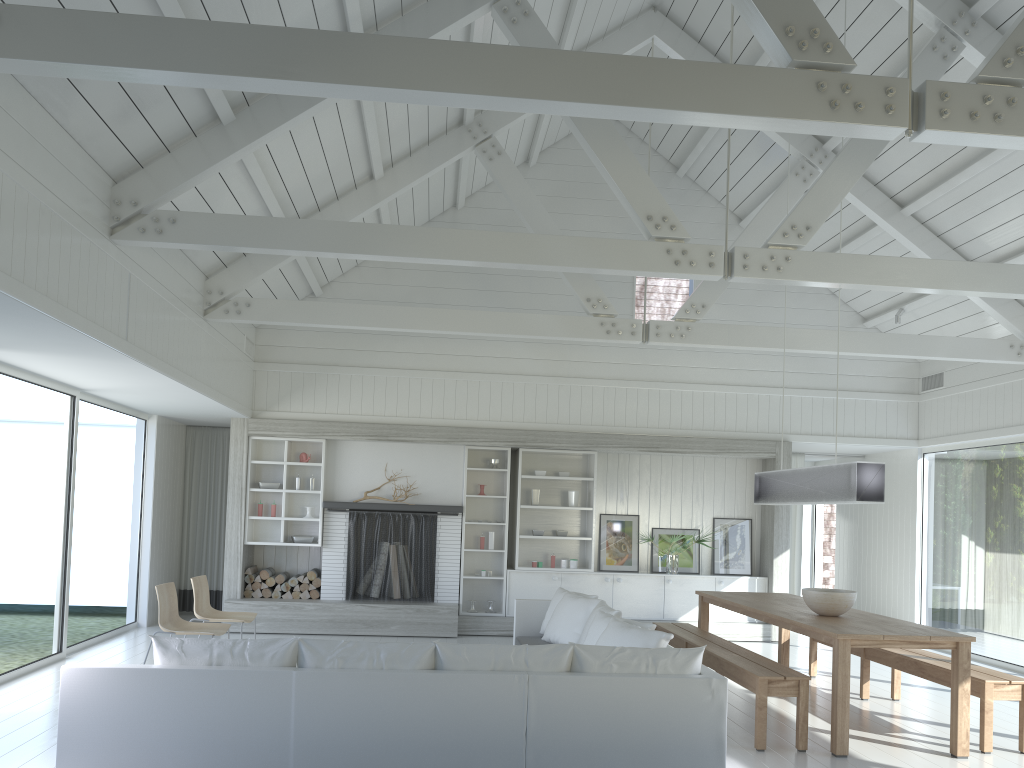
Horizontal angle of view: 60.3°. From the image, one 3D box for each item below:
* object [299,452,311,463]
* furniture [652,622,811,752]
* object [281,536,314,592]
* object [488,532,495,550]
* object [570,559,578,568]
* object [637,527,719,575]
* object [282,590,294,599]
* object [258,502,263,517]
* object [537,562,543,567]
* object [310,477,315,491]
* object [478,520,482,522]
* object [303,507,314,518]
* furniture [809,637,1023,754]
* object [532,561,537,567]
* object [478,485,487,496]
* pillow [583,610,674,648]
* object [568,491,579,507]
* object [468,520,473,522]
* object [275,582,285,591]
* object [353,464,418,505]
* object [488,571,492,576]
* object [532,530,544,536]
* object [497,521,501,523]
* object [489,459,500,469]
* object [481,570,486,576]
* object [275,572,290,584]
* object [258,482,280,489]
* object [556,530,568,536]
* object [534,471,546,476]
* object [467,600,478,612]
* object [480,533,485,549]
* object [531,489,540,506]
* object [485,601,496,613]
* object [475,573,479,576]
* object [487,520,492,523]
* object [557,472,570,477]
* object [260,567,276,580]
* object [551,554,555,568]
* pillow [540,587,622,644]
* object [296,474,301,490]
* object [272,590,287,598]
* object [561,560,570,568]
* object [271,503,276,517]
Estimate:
[{"bbox_3d":[-2.424,0.862,10.301,0.231,0.126,0.059,-4,-6,39],"label":"object"},{"bbox_3d":[1.588,2.267,6.866,0.340,0.468,2.700,2,-8,-5],"label":"furniture"},{"bbox_3d":[-2.562,2.118,10.417,0.342,0.640,0.615,3,-5,-20],"label":"object"},{"bbox_3d":[-0.249,1.878,10.576,0.072,0.210,0.071,2,-3,-6],"label":"object"},{"bbox_3d":[0.745,2.166,10.629,0.085,0.111,0.086,-1,-5,30],"label":"object"},{"bbox_3d":[2.008,1.978,10.591,0.972,0.626,0.626,3,-5,-8],"label":"object"},{"bbox_3d":[-2.622,2.496,10.452,0.134,0.146,0.552,2,-8,-5],"label":"object"},{"bbox_3d":[-2.924,1.441,10.246,0.054,0.195,0.054,2,-3,-4],"label":"object"},{"bbox_3d":[0.335,2.177,10.632,0.058,0.060,0.057,5,-6,-27],"label":"object"},{"bbox_3d":[-2.332,1.152,10.309,0.054,0.195,0.054,2,-3,-4],"label":"object"},{"bbox_3d":[-0.383,1.644,10.556,0.054,0.025,0.055,3,-7,-5],"label":"object"},{"bbox_3d":[-2.371,1.500,10.291,0.137,0.129,0.138,4,-6,-17],"label":"object"},{"bbox_3d":[3.079,2.339,7.000,0.340,0.468,2.700,2,-8,-5],"label":"furniture"},{"bbox_3d":[0.268,2.164,10.600,0.054,0.071,0.054,4,-5,-26],"label":"object"},{"bbox_3d":[-0.359,1.276,10.585,0.137,0.129,0.138,-2,-7,37],"label":"object"},{"bbox_3d":[0.727,1.860,6.054,0.466,0.475,1.326,3,-8,-13],"label":"pillow"},{"bbox_3d":[0.745,1.394,10.679,0.103,0.196,0.103,-1,-4,40],"label":"object"},{"bbox_3d":[-0.496,1.630,10.492,0.054,0.025,0.055,3,-7,-5],"label":"object"},{"bbox_3d":[-2.731,2.383,10.416,0.080,0.079,0.481,3,-8,-6],"label":"object"},{"bbox_3d":[-1.387,1.157,10.255,0.786,0.500,0.458,7,-7,-35],"label":"object"},{"bbox_3d":[-0.266,2.272,10.564,0.058,0.060,0.058,3,-5,-6],"label":"object"},{"bbox_3d":[0.314,1.795,10.626,0.141,0.066,0.142,3,-7,-5],"label":"object"},{"bbox_3d":[-0.157,1.671,10.686,0.054,0.025,0.055,3,-7,-5],"label":"object"},{"bbox_3d":[-0.207,0.964,10.582,0.161,0.123,0.163,-1,-7,27],"label":"object"},{"bbox_3d":[-0.340,2.264,10.559,0.054,0.071,0.055,2,-4,-6],"label":"object"},{"bbox_3d":[-2.715,2.292,10.434,0.109,0.109,0.498,3,-8,-6],"label":"object"},{"bbox_3d":[-2.834,1.191,10.278,0.242,0.072,0.244,5,-8,-20],"label":"object"},{"bbox_3d":[0.608,1.830,10.795,0.141,0.066,0.142,3,-7,-5],"label":"object"},{"bbox_3d":[0.339,1.084,10.652,0.141,0.066,0.142,3,-7,-5],"label":"object"},{"bbox_3d":[-0.470,2.652,10.529,0.137,0.129,0.138,-2,-7,37],"label":"object"},{"bbox_3d":[-0.355,1.881,10.568,0.054,0.195,0.054,2,-3,-6],"label":"object"},{"bbox_3d":[0.278,1.371,10.637,0.102,0.196,0.103,2,-3,-5],"label":"object"},{"bbox_3d":[-0.252,2.662,10.549,0.137,0.129,0.138,-2,-7,37],"label":"object"},{"bbox_3d":[-0.418,2.283,10.551,0.054,0.025,0.055,3,-7,-5],"label":"object"},{"bbox_3d":[-0.270,1.657,10.621,0.054,0.025,0.055,3,-7,-5],"label":"object"},{"bbox_3d":[0.633,1.119,10.821,0.141,0.066,0.142,3,-7,-5],"label":"object"},{"bbox_3d":[-2.886,2.240,10.420,0.110,0.110,0.498,3,-8,-6],"label":"object"},{"bbox_3d":[0.495,2.116,10.638,0.054,0.195,0.054,2,-3,-6],"label":"object"},{"bbox_3d":[0.614,2.099,7.713,0.463,0.474,2.071,3,-8,-12],"label":"pillow"},{"bbox_3d":[-2.497,1.144,10.295,0.054,0.195,0.054,2,-3,-4],"label":"object"},{"bbox_3d":[-2.747,2.456,10.433,0.105,0.114,0.521,2,-8,-6],"label":"object"},{"bbox_3d":[0.644,2.180,10.688,0.091,0.095,0.091,-1,-6,29],"label":"object"},{"bbox_3d":[-2.772,1.449,10.259,0.054,0.195,0.054,2,-3,-4],"label":"object"}]
